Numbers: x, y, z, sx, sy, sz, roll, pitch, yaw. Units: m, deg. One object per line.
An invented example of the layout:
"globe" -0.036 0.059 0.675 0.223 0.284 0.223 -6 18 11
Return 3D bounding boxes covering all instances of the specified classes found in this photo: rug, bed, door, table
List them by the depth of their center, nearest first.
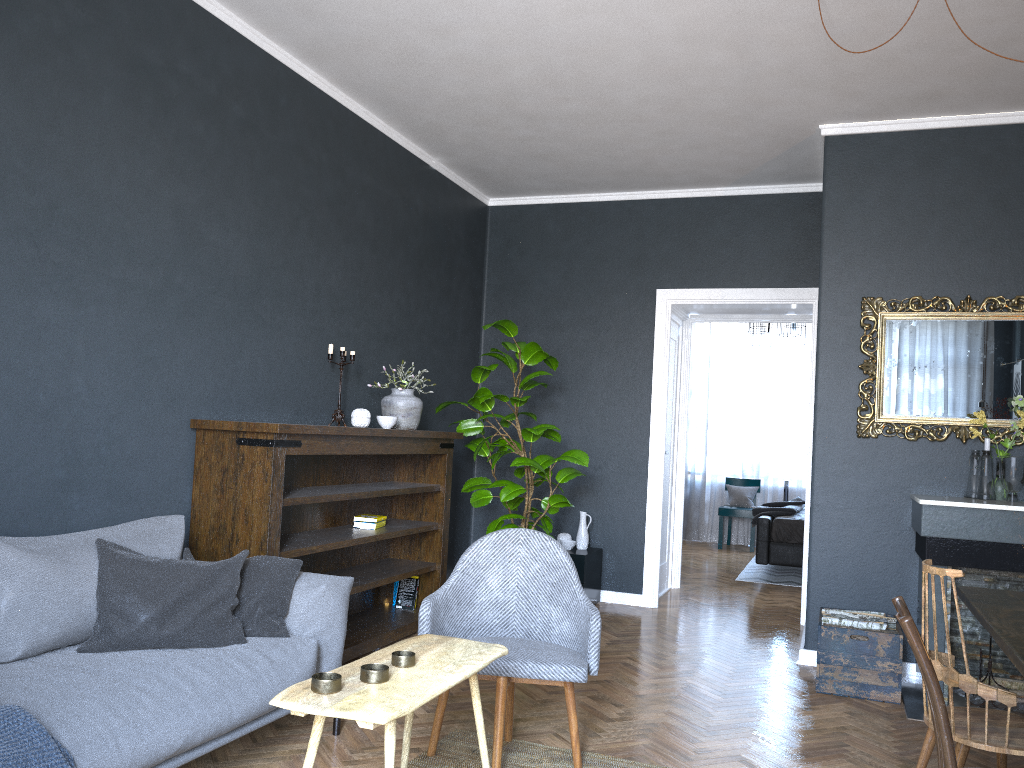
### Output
"table" 1.808 1.036 2.193 1.126 0.727 1.606 2 -3 20
"table" -0.295 1.024 2.338 0.339 0.549 0.788 2 -3 20
"rug" -0.102 1.311 2.393 1.003 0.013 2.013 2 -3 20
"door" 1.163 0.530 6.840 0.162 2.185 0.857 2 -3 20
"bed" 3.512 1.254 8.351 2.374 1.161 2.267 2 -3 20
"rug" 2.989 1.815 8.476 1.458 0.013 2.047 2 -3 20

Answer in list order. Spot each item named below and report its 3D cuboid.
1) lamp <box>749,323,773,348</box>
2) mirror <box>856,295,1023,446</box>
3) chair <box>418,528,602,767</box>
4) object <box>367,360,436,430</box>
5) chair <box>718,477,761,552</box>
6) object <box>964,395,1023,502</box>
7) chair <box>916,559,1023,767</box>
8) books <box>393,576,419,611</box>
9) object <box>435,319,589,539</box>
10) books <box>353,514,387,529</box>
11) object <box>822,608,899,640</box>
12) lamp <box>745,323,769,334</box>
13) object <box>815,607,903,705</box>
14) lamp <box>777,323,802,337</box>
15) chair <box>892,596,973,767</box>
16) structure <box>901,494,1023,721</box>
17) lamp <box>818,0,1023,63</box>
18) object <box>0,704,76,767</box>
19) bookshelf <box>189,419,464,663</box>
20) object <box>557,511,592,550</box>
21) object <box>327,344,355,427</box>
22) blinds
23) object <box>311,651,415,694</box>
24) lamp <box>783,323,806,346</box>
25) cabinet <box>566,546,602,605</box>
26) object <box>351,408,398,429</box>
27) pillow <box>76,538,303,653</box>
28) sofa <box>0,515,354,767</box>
"lamp" 2.550 -0.780 9.043 0.210 0.804 0.210 1 -3 34
"mirror" 2.384 -0.078 4.661 1.056 0.784 0.067 2 -3 20
"chair" -0.018 0.955 3.235 0.645 0.810 0.495 3 -3 -1
"object" -0.640 0.058 5.143 0.385 0.412 0.275 3 -3 -1
"chair" 2.626 1.493 10.223 0.435 0.798 0.593 2 -3 20
"object" 2.631 0.316 4.324 0.727 0.546 0.474 2 -3 23
"chair" 1.419 0.982 2.676 0.384 0.856 0.456 3 -3 6
"books" -0.640 1.267 5.383 0.179 0.193 0.123 2 -3 24
"object" -0.011 0.555 5.664 1.118 1.897 0.764 2 -3 14
"books" -0.777 0.796 4.963 0.174 0.113 0.197 3 -3 9
"object" 1.763 1.286 4.503 0.370 0.246 0.533 2 -3 21
"lamp" 2.415 -0.858 8.683 0.210 0.713 0.210 1 -3 34
"object" 1.755 1.362 4.501 0.383 0.326 0.553 2 -3 20
"lamp" 2.609 -0.836 8.299 0.210 0.769 0.210 1 -3 34
"chair" 1.140 0.948 2.082 0.467 0.819 0.363 2 -3 20
"structure" 2.429 1.063 4.183 1.065 0.980 0.835 2 -3 20
"lamp" 1.418 -0.815 2.645 0.583 1.573 1.591 5 -3 -38
"object" -1.306 0.843 1.883 0.490 0.329 0.667 2 -3 25
"bookshelf" -0.872 0.810 4.616 0.451 1.171 1.920 2 -3 20
"object" 0.409 1.032 6.286 0.229 0.268 0.228 5 -3 -36
"object" -0.930 0.006 4.729 0.130 0.437 0.145 5 -3 -34
"blinds" 3.343 0.542 10.455 3.992 2.787 0.312 2 -3 20
"object" -0.352 0.725 2.233 0.103 0.033 0.369 1 -4 31
"lamp" 2.949 -0.777 9.225 0.210 0.746 0.210 1 -3 34
"cabinet" 0.259 1.354 6.287 0.650 0.390 0.456 2 -3 20
"object" -0.747 0.188 4.816 0.255 0.103 0.118 4 -3 -14
"pillow" -1.117 0.719 3.102 0.442 0.361 0.798 1 -4 38
"sofa" -1.392 0.851 2.531 0.970 0.797 2.342 2 -3 20
